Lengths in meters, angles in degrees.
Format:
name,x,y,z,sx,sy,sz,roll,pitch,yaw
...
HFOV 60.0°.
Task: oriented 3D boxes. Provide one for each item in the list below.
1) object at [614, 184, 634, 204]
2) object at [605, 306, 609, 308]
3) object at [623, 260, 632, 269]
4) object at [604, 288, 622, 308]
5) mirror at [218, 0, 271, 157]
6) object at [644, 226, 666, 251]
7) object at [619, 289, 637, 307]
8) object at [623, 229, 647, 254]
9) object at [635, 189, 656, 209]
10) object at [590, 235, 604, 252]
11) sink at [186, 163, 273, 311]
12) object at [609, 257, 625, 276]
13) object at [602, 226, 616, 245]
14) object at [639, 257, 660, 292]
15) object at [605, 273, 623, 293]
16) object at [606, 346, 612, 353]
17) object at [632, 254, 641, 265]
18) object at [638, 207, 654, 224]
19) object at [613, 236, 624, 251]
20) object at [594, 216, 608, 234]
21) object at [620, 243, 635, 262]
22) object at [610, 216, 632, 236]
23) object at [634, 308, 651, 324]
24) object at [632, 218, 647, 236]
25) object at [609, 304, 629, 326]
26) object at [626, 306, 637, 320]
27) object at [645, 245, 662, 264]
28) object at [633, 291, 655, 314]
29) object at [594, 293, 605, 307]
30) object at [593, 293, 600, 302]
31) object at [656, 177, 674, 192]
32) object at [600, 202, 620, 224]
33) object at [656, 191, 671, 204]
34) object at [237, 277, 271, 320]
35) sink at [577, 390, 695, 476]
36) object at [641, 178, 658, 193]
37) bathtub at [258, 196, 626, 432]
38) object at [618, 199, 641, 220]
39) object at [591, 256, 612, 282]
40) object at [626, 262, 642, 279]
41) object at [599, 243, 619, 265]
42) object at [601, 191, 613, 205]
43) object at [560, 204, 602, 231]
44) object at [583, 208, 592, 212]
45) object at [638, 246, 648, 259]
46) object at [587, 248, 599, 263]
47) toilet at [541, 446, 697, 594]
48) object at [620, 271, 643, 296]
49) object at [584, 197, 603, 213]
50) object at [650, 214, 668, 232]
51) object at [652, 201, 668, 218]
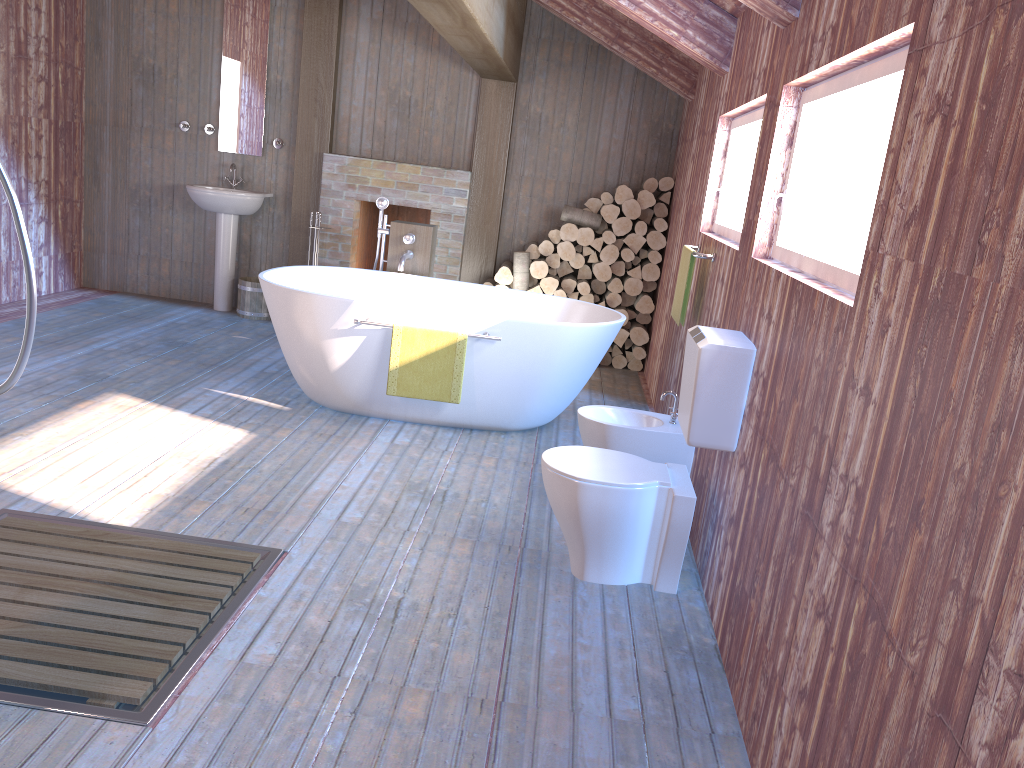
name,x,y,z,sx,sy,sz,roll,pitch,yaw
object,0.822,-1.396,6.529,0.135,0.139,0.456,8,14,3
object,0.697,-0.494,6.736,0.135,0.145,0.439,8,14,3
object,0.855,-0.897,6.610,0.065,0.069,0.177,8,14,2
object,0.755,-0.651,6.659,0.116,0.117,0.289,7,14,0
mirror,-2.039,-2.366,6.748,0.350,1.199,0.009,8,14,2
object,1.054,-1.082,6.570,0.147,0.152,0.439,8,14,3
object,0.876,-0.665,6.779,0.118,0.106,0.319,7,14,0
object,0.900,-1.062,6.612,0.172,0.151,0.482,8,14,4
object,0.978,-1.360,6.528,0.133,0.142,0.456,8,14,3
object,0.619,-1.049,6.602,0.109,0.124,0.424,8,14,2
sink,-2.222,-1.120,6.838,0.582,1.143,0.475,8,14,2
object,0.783,-0.881,6.619,0.111,0.118,0.302,8,14,2
object,0.716,-1.105,6.582,0.102,0.109,0.438,8,14,3
object,1.017,-0.808,6.643,0.137,0.256,0.439,8,14,3
object,0.766,-0.756,6.638,0.114,0.113,0.301,7,14,0
object,0.712,-0.340,6.866,0.125,0.132,0.320,8,14,1
object,0.918,-0.925,6.600,0.067,0.069,0.177,8,14,3
object,0.984,-1.265,6.633,0.132,0.119,0.319,8,14,4
object,0.783,-1.045,6.572,0.095,0.090,0.278,8,14,4
object,0.661,-1.198,6.667,0.121,0.124,0.291,8,14,3
object,0.853,-0.982,6.602,0.102,0.109,0.438,8,14,3
object,0.805,-1.171,6.564,0.143,0.151,0.440,8,14,3
object,0.989,-0.535,6.755,0.114,0.113,0.301,7,14,0
object,0.944,-1.164,6.554,0.089,0.106,0.437,8,14,3
object,0.805,-0.539,6.718,0.138,0.147,0.440,8,14,3
object,0.908,-0.538,6.754,0.088,0.092,0.280,8,14,2
object,1.048,-0.965,6.594,0.102,0.109,0.438,8,14,3
object,0.984,-0.633,6.698,0.139,0.137,0.455,7,14,1
object,0.659,-0.616,6.702,0.115,0.112,0.423,8,14,3
object,0.633,-0.651,6.682,0.054,0.056,0.146,8,14,3
object,1.119,-1.464,6.510,0.112,0.113,0.271,8,14,3
object,0.720,-1.274,6.564,0.139,0.148,0.458,8,14,3
object,1.114,-1.384,6.545,0.081,0.100,0.281,8,14,2
object,-1.979,-0.665,6.900,0.309,0.290,0.308,10,14,12
sink,0.529,0.262,3.928,0.515,0.517,0.335,8,14,3
object,1.011,-1.455,6.519,0.104,0.121,0.270,8,14,3
bathtub,-0.406,-0.392,4.886,1.935,1.109,1.460,13,15,24
object,0.861,-1.297,6.531,0.141,0.143,0.437,7,14,1
object,0.665,-0.865,6.645,0.141,0.143,0.437,7,14,1
object,0.909,-0.866,6.627,0.115,0.112,0.423,8,14,3
object,0.723,-0.979,6.615,0.136,0.157,0.439,8,14,3
object,0.697,-1.367,6.515,0.094,0.097,0.227,8,14,3
object,0.507,-1.214,6.470,0.302,0.157,0.121,8,14,3
object,0.548,-1.260,6.660,0.113,0.130,0.291,8,14,3
object,0.990,-0.983,6.640,0.088,0.092,0.280,8,14,3
object,0.613,-0.963,6.630,0.085,0.096,0.280,8,14,3
toilet,0.345,0.481,3.185,0.534,0.400,0.375,8,14,3
object,0.894,-0.755,6.662,0.137,0.133,0.437,7,14,1
object,0.611,-1.335,6.639,0.140,0.121,0.319,8,14,4
object,1.080,-1.188,6.539,0.102,0.109,0.438,8,14,3
object,1.092,-1.289,6.553,0.107,0.115,0.269,8,14,4
